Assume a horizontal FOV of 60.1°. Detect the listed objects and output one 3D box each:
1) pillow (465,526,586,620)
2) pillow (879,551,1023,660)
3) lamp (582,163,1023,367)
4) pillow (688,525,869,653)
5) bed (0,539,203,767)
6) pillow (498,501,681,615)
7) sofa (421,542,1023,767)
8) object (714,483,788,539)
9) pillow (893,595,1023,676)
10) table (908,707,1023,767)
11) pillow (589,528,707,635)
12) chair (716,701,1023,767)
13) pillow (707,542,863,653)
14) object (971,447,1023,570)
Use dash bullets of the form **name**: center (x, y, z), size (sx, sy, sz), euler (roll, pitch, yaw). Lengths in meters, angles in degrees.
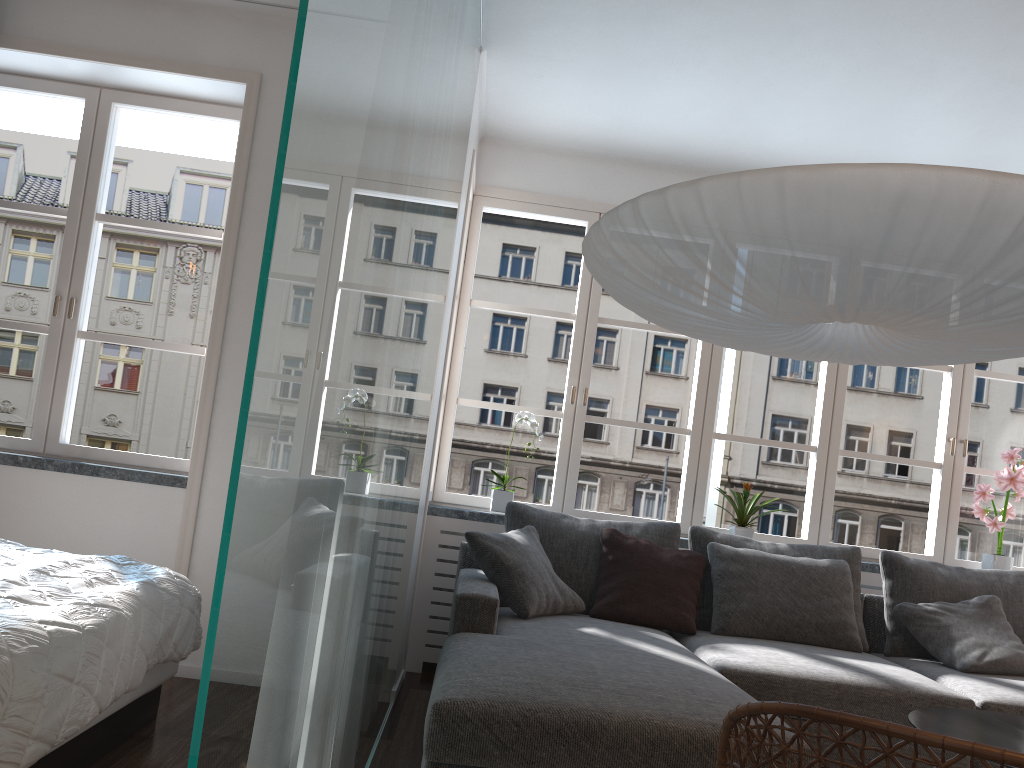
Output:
- **pillow**: center (0.062, 0.782, 3.717), size (0.346, 0.358, 0.519), euler (4, -7, 37)
- **pillow**: center (2.121, 1.062, 4.093), size (0.836, 0.475, 0.276), euler (8, -4, -2)
- **lamp**: center (0.912, -0.217, 2.391), size (1.466, 0.209, 1.482), euler (3, -8, 35)
- **pillow**: center (1.215, 0.938, 4.071), size (0.839, 0.473, 0.278), euler (8, -4, -2)
- **bed**: center (-2.175, 0.520, 2.088), size (2.442, 0.758, 2.178), euler (8, -7, -2)
- **pillow**: center (0.353, 0.822, 4.030), size (0.836, 0.476, 0.276), euler (8, -4, -2)
- **sofa**: center (1.262, 1.153, 3.184), size (3.068, 0.668, 2.051), euler (8, -7, -2)
- **object**: center (1.219, 0.670, 4.536), size (0.378, 0.327, 0.323), euler (10, -6, -27)
- **pillow**: center (2.004, 1.076, 3.846), size (0.494, 0.319, 0.445), euler (10, -6, -20)
- **table**: center (1.400, 1.141, 2.154), size (0.847, 0.470, 0.852), euler (7, -6, 0)
- **pillow**: center (0.609, 0.861, 3.882), size (0.521, 0.401, 0.312), euler (7, -4, 0)
- **chair**: center (0.649, 0.797, 1.218), size (0.716, 0.706, 0.691), euler (5, -6, 31)
- **pillow**: center (1.204, 0.945, 3.927), size (0.667, 0.395, 0.293), euler (8, -4, -2)
- **object**: center (2.541, 0.669, 4.602), size (0.202, 0.687, 0.297), euler (9, -4, -23)
